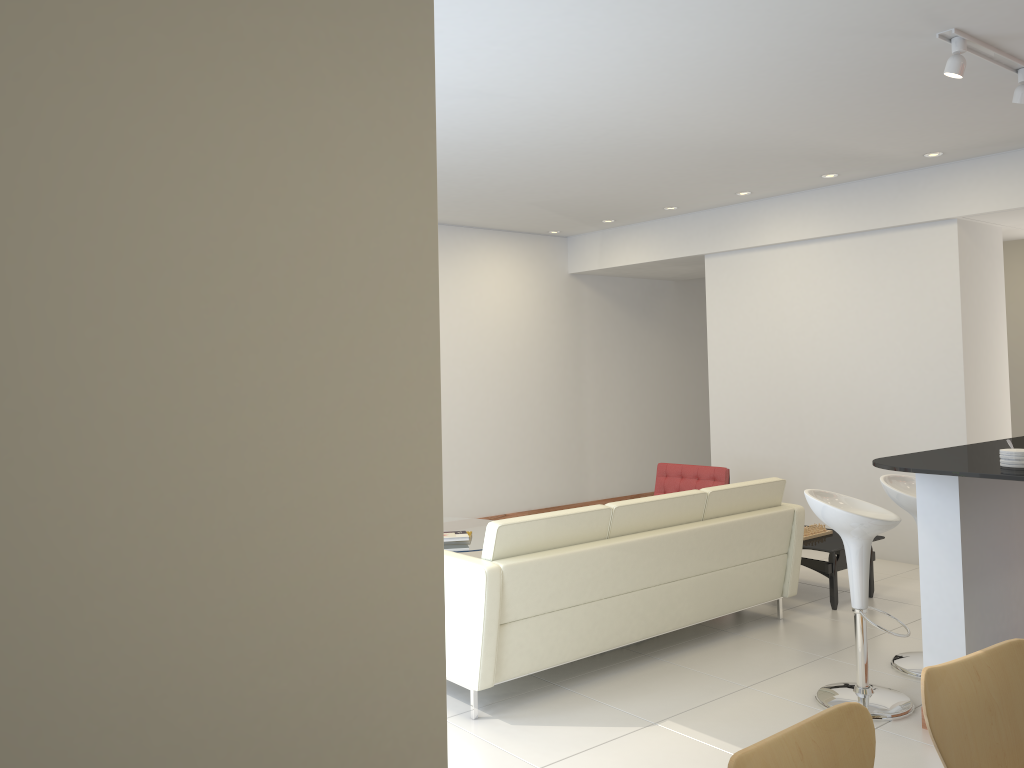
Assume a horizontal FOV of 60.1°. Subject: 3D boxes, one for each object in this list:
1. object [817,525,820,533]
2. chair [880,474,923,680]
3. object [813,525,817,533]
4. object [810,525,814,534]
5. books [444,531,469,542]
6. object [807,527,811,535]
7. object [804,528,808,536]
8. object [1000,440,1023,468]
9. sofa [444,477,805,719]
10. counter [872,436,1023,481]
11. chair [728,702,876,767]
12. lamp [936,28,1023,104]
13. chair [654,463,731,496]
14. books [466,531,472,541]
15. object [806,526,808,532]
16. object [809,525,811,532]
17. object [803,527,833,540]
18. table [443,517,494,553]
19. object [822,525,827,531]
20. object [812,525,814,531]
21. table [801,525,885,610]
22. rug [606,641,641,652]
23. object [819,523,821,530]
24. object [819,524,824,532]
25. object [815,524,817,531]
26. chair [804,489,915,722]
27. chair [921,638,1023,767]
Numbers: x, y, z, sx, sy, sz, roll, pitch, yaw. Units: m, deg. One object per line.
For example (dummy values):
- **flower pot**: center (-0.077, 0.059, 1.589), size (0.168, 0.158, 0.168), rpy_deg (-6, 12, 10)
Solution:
- **object**: center (2.196, 1.036, 6.351), size (0.030, 0.055, 0.030), rpy_deg (0, -2, -31)
- **chair**: center (2.254, 1.021, 4.774), size (0.457, 1.023, 0.463), rpy_deg (0, -2, -28)
- **object**: center (2.165, 1.030, 6.326), size (0.030, 0.069, 0.030), rpy_deg (0, -2, -31)
- **object**: center (2.134, 1.033, 6.301), size (0.030, 0.064, 0.030), rpy_deg (0, -2, -31)
- **books**: center (-0.488, 1.115, 6.477), size (0.324, 0.027, 0.255), rpy_deg (-1, 1, -9)
- **object**: center (2.103, 1.039, 6.275), size (0.030, 0.055, 0.030), rpy_deg (0, -2, -31)
- **object**: center (2.072, 1.042, 6.250), size (0.030, 0.052, 0.030), rpy_deg (-3, -2, 44)
- **object**: center (2.085, 0.285, 3.632), size (0.140, 0.098, 0.173), rpy_deg (-1, 0, 44)
- **sofa**: center (0.574, 1.091, 5.248), size (2.565, 0.924, 0.999), rpy_deg (-2, 0, -39)
- **counter**: center (2.829, 0.314, 4.494), size (2.965, 0.019, 0.734), rpy_deg (-2, 1, -39)
- **chair**: center (0.712, 1.162, 1.641), size (0.521, 0.909, 0.515), rpy_deg (0, -2, -39)
- **lamp**: center (2.738, -1.585, 4.736), size (1.822, 0.200, 0.112), rpy_deg (-2, -1, -39)
- **chair**: center (1.344, 1.102, 7.304), size (0.706, 0.819, 0.699), rpy_deg (0, -1, -44)
- **books**: center (-0.467, 1.139, 6.619), size (0.323, 0.027, 0.255), rpy_deg (-1, 1, 1)
- **object**: center (2.109, 1.041, 6.331), size (0.030, 0.050, 0.030), rpy_deg (0, -2, -31)
- **object**: center (2.140, 1.040, 6.357), size (0.030, 0.050, 0.030), rpy_deg (0, -2, -31)
- **object**: center (2.063, 1.075, 6.420), size (0.360, 0.021, 0.360), rpy_deg (-2, 1, -39)
- **table**: center (-0.575, 1.354, 6.841), size (1.321, 0.405, 1.535), rpy_deg (-2, 1, -40)
- **object**: center (2.259, 1.039, 6.400), size (0.030, 0.044, 0.030), rpy_deg (0, -2, -31)
- **object**: center (2.171, 1.039, 6.382), size (0.030, 0.050, 0.030), rpy_deg (0, -2, -31)
- **table**: center (2.085, 1.296, 6.380), size (0.701, 0.423, 0.915), rpy_deg (-1, 0, -39)
- **rug**: center (-0.078, 1.554, 6.204), size (3.328, 0.005, 2.440), rpy_deg (-2, 1, -37)
- **object**: center (2.234, 1.037, 6.432), size (0.030, 0.050, 0.030), rpy_deg (0, -2, -31)
- **object**: center (2.227, 1.036, 6.376), size (0.030, 0.052, 0.030), rpy_deg (-3, -2, 44)
- **object**: center (2.202, 1.038, 6.407), size (0.030, 0.050, 0.030), rpy_deg (0, -2, -31)
- **chair**: center (1.685, 1.040, 4.313), size (0.464, 1.023, 0.456), rpy_deg (-3, -2, 37)
- **chair**: center (1.288, 1.143, 2.069), size (0.521, 0.909, 0.515), rpy_deg (0, -2, -31)
